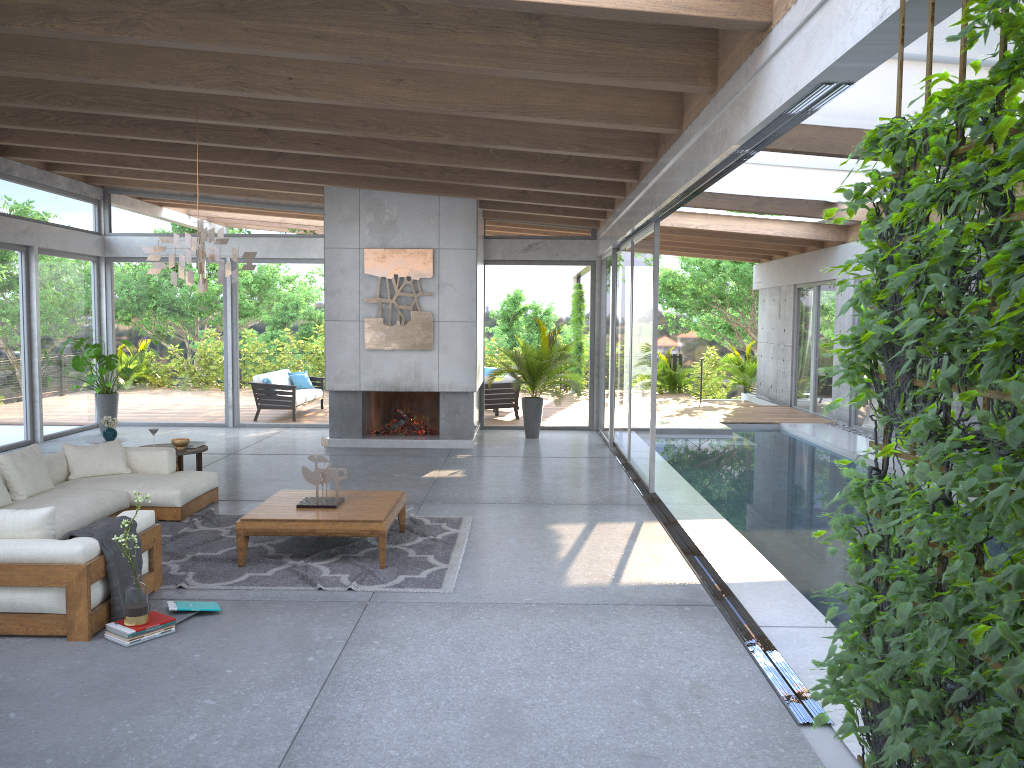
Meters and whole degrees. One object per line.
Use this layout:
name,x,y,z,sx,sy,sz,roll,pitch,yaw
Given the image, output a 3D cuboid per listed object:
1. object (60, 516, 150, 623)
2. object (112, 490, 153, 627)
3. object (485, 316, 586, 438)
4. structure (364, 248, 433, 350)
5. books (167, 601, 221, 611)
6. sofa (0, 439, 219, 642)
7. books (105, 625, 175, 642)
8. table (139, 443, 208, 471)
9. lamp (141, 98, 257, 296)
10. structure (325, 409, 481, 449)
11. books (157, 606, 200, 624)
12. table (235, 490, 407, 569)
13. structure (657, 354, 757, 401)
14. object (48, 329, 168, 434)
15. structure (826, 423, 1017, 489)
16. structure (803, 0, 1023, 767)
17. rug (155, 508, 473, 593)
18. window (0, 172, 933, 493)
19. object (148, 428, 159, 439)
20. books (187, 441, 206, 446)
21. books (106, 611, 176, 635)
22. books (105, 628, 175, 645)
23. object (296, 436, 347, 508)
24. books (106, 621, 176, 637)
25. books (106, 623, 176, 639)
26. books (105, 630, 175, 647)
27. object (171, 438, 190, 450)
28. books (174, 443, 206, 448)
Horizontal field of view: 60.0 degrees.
object,-2.510,1.160,5.183,0.857,0.704,0.472,0,4,-3
object,-2.050,0.935,4.768,0.171,0.750,0.238,2,4,22
object,0.324,-0.112,13.136,1.484,1.819,1.798,1,4,8
structure,-1.513,-1.130,11.860,0.919,1.351,0.041,1,4,1
books,-1.888,1.317,5.257,0.288,0.074,0.219,-1,5,-24
sofa,-3.238,0.938,6.627,1.965,0.777,3.733,1,4,1
books,-2.042,1.348,4.869,0.219,0.012,0.286,3,5,35
table,-3.422,0.859,8.877,0.725,0.441,0.725,-3,5,-38
lamp,-2.348,-1.340,6.442,0.636,1.400,0.862,-3,6,-42
structure,-1.515,0.499,13.104,2.012,0.595,2.203,1,4,1
books,-1.972,1.340,5.160,0.219,0.012,0.286,2,4,16
table,-1.390,1.079,6.708,1.048,0.352,1.112,1,4,1
structure,-5.258,0.297,15.024,15.587,3.022,31.708,4,6,41
object,-6.039,-0.046,13.223,1.416,1.540,1.731,2,4,20
structure,5.488,1.184,8.457,0.477,0.068,13.673,1,4,1
structure,3.199,-0.018,5.370,2.739,2.687,10.282,2,4,18
rug,-1.953,1.215,6.781,3.186,0.056,2.187,1,4,1
window,-1.482,-0.590,6.301,14.294,3.764,23.280,1,4,1
object,-3.504,0.545,8.677,0.099,0.212,0.099,3,5,31
books,-3.269,0.608,9.030,0.205,0.012,0.290,1,4,6
books,-2.039,1.311,4.876,0.219,0.012,0.286,3,5,35
books,-2.042,1.361,4.865,0.219,0.012,0.286,3,5,35
object,-1.412,0.644,6.700,0.346,0.518,0.379,1,4,1
books,-2.038,1.323,4.873,0.219,0.012,0.286,3,5,35
books,-2.040,1.335,4.883,0.219,0.012,0.286,3,5,35
books,-2.042,1.373,4.871,0.219,0.012,0.286,3,5,35
object,-3.285,0.598,8.790,0.173,0.097,0.173,-1,4,-20
books,-3.276,0.621,9.033,0.220,0.015,0.303,0,4,0
